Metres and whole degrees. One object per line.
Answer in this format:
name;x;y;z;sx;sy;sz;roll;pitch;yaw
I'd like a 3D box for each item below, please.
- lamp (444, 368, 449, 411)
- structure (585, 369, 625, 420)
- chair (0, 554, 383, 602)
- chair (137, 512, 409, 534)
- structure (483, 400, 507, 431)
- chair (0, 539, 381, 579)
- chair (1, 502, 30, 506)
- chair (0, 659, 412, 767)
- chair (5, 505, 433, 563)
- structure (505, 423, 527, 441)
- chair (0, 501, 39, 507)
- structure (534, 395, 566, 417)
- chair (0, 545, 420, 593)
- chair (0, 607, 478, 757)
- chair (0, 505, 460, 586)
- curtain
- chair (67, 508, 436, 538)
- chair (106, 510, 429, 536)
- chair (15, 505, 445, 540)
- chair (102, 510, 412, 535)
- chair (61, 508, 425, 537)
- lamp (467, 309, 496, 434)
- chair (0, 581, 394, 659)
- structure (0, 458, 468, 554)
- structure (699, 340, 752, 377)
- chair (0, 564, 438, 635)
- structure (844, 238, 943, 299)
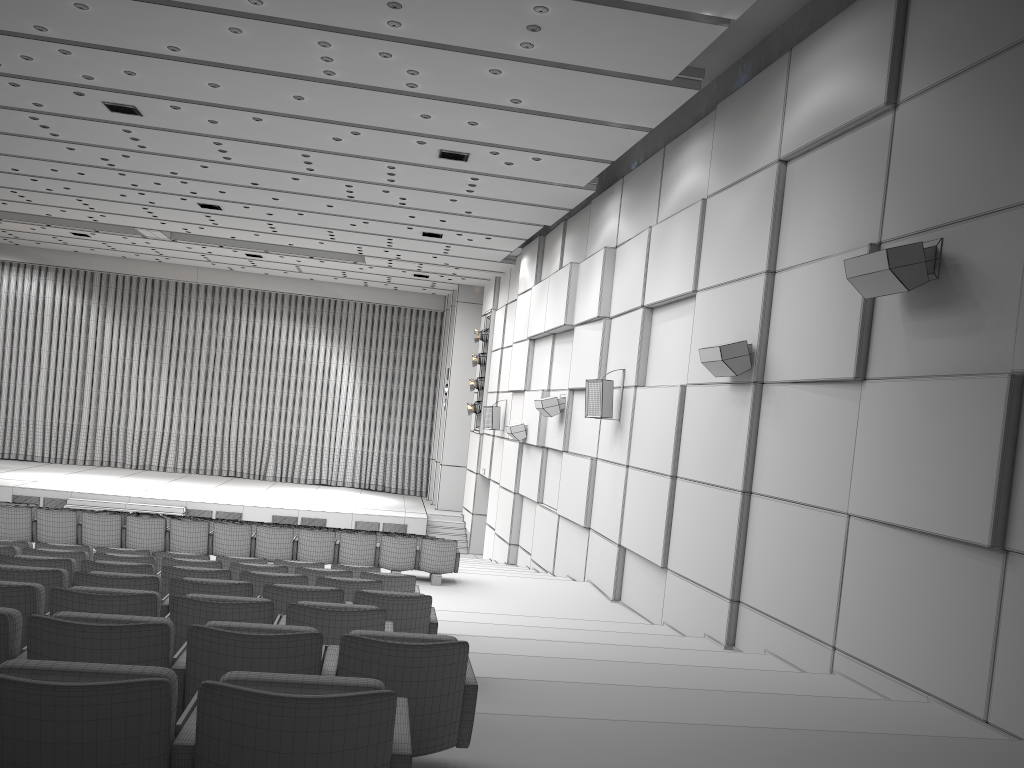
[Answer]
lamp;-1.800;0.190;26.395;0.437;1.480;0.384;5;2;-12
structure;1.313;0.134;12.572;0.407;0.745;0.411;7;1;39
chair;-7.471;1.111;5.892;13.213;0.622;0.611;6;0;-8
chair;-5.131;3.356;19.560;6.056;0.622;0.611;6;0;-8
structure;-0.402;0.717;20.806;0.407;0.745;0.411;7;1;39
chair;-7.809;1.459;8.078;13.213;0.622;0.611;6;0;-8
chair;-12.870;2.352;17.302;6.607;0.622;0.611;6;0;-8
chair;-6.795;0.413;1.520;13.213;0.622;0.611;6;0;-8
chair;-4.150;2.306;12.990;6.056;0.622;0.611;6;0;-8
structure;0.136;0.953;18.105;0.471;0.418;0.519;6;0;-11
chair;-12.988;2.532;18.409;6.056;0.622;0.611;6;0;-8
structure;0.673;0.374;15.603;0.471;0.418;0.519;6;0;-12
chair;-7.614;1.288;6.989;13.764;0.622;0.611;6;0;-8
chair;-6.937;0.590;2.617;13.764;0.622;0.611;6;0;-8
chair;-3.998;2.130;11.895;6.607;0.622;0.611;6;0;-8
curtain;-10.160;-0.278;28.635;16.147;6.530;1.426;6;2;-8
chair;-4.674;2.827;16.267;6.607;0.622;0.611;6;0;-8
chair;-5.012;3.176;18.453;6.607;0.622;0.611;6;0;-8
chair;-4.336;2.479;14.081;6.607;0.622;0.611;6;0;-8
chair;-4.826;3.004;17.362;6.056;0.622;0.611;6;0;-8
chair;-4.488;2.655;15.176;6.056;0.622;0.611;6;0;-8
lamp;-0.757;-0.320;23.938;0.756;3.345;1.018;5;2;-12
chair;-7.133;0.762;3.706;13.213;0.622;0.611;6;0;-8
structure;-10.038;3.328;25.661;17.837;0.847;8.305;6;-2;-8
structure;2.209;-0.280;8.974;0.471;0.418;0.519;6;0;-11
chair;-7.276;0.939;4.803;13.764;0.622;0.611;6;0;-8
structure;2.782;-0.855;6.483;0.471;0.418;0.519;6;0;-12
